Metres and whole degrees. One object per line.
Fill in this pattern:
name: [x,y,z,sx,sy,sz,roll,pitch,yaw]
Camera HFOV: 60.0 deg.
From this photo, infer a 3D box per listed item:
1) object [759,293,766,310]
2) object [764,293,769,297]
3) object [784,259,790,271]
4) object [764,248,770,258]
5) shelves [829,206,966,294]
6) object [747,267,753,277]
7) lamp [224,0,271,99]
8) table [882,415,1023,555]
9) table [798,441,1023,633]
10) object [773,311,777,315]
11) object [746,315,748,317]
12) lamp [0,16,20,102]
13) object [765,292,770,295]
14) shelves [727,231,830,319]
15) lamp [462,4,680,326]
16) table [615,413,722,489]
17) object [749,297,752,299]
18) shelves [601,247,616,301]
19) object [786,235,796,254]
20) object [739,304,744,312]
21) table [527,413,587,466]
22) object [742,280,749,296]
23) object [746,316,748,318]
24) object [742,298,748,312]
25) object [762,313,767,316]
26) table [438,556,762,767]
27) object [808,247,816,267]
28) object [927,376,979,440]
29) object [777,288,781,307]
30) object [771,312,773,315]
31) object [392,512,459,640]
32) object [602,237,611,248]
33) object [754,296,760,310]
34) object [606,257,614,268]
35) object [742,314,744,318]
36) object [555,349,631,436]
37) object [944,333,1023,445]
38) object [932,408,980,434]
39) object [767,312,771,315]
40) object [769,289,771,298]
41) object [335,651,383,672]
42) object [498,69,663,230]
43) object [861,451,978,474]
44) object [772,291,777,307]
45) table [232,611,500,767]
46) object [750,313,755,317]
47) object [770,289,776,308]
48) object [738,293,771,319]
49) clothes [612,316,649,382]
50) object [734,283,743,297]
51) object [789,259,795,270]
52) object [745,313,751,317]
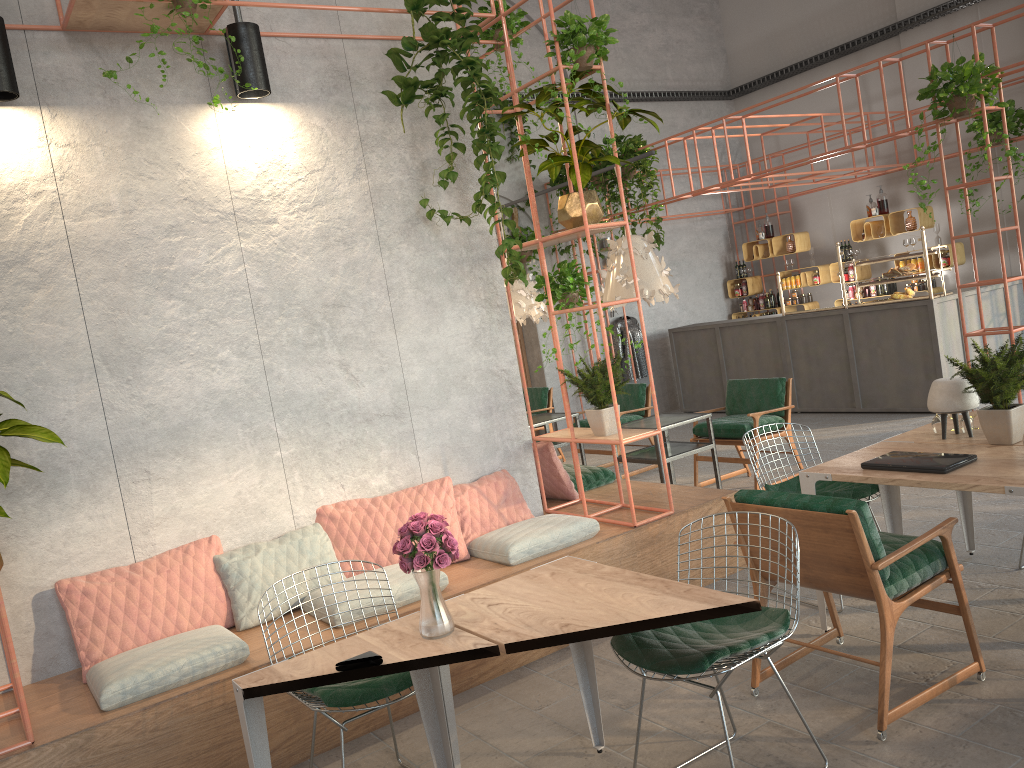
object: [3.834,-1.263,13.553,0.072,0.248,0.094,-13,5,-33]
object: [3.894,-1.277,13.590,0.072,0.248,0.094,-13,5,-33]
object: [4.057,-1.751,13.075,0.083,0.159,0.083,-12,5,-23]
object: [3.852,-1.974,13.344,0.123,0.142,0.141,-13,5,-33]
shelves: [5.106,-1.342,11.779,0.328,1.838,1.750,-13,5,-33]
object: [3.711,-1.748,13.848,0.115,0.147,0.115,-9,5,12]
lamp: [-1.499,-2.249,4.687,0.179,1.425,0.185,-13,5,-33]
table: [2.663,0.634,4.478,0.694,0.830,1.214,-13,5,-33]
table: [2.093,0.762,4.099,0.694,0.830,1.205,-13,5,-33]
object: [3.979,-1.079,13.412,0.058,0.059,0.058,-9,5,12]
object: [3.740,-0.972,13.906,0.083,0.215,0.257,-10,5,-2]
lamp: [-2.491,-2.026,4.035,0.179,1.425,0.185,-13,5,-33]
object: [3.950,-1.290,13.634,0.072,0.248,0.094,-13,5,-33]
shelves: [4.062,-1.292,13.388,0.328,1.838,1.750,-13,5,-33]
lamp: [-0.292,-2.538,8.460,0.704,4.052,4.456,-13,5,-33]
table: [1.260,0.689,7.218,0.635,0.798,0.602,-13,5,-33]
object: [3.757,-1.260,13.923,0.070,0.209,0.070,-6,6,40]
shelves: [1.608,-1.608,12.857,0.560,0.790,0.186,-13,5,-32]
object: [4.100,-2.054,13.055,0.137,0.261,0.137,-9,5,3]
object: [3.603,-1.193,13.919,0.073,0.131,0.073,-10,5,-8]
table: [0.305,0.734,8.690,0.635,0.798,0.602,-13,5,-33]
object: [3.632,-1.499,13.781,0.072,0.248,0.094,-13,5,-33]
object: [3.791,-0.981,13.913,0.266,0.215,0.084,-10,5,-6]
object: [3.635,-1.232,13.838,0.070,0.209,0.070,-14,6,-42]
object: [3.878,-0.972,13.587,0.094,0.219,0.094,-10,5,0]
table: [0.343,1.154,2.956,0.694,0.830,1.214,-13,5,-33]
object: [4.342,-1.839,12.841,0.075,0.273,0.075,-8,5,23]
object: [2.261,0.126,4.539,0.241,0.313,0.241,-9,5,12]
object: [4.067,-1.320,13.498,0.074,0.287,0.072,-10,5,-1]
object: [4.045,-1.010,13.696,0.094,0.219,0.094,-14,6,-43]
object: [-0.270,0.629,2.942,0.213,0.414,0.225,-14,6,-40]
object: [1.369,-2.030,12.721,0.133,0.145,0.133,-8,5,19]
object: [3.773,-1.245,13.642,0.073,0.219,0.105,-12,5,-26]
object: [1.421,-1.732,12.755,0.136,0.336,0.145,-11,5,-19]
object: [3.648,-0.975,13.960,0.074,0.243,0.072,-10,5,-1]
object: [0.534,0.056,5.407,0.438,0.527,0.368,-13,5,-33]
object: [2.320,0.023,4.213,0.438,0.527,0.368,-13,5,-33]
object: [2.340,0.173,4.684,0.165,0.154,0.210,-14,6,-43]
object: [3.953,-0.989,13.636,0.094,0.219,0.094,-13,5,-33]
object: [3.951,-1.301,13.516,0.074,0.287,0.072,-10,5,-1]
object: [-0.441,0.882,2.586,0.268,0.031,0.427,-13,5,-33]
object: [0.416,-1.407,5.277,0.934,0.947,0.903,-8,5,19]
object: [1.879,0.361,4.108,0.268,0.031,0.427,-13,5,-33]
object: [4.009,-1.303,13.669,0.072,0.248,0.094,-13,5,-33]
table: [-0.227,1.283,2.577,0.694,0.830,1.205,-13,5,-33]
object: [3.804,-1.002,13.960,0.074,0.243,0.254,-10,5,-2]
object: [3.931,-1.290,13.398,0.066,0.291,0.066,-6,6,41]
object: [3.749,-1.121,13.747,0.084,0.529,0.711,-12,5,-30]
clothes: [1.746,-0.502,12.913,0.366,0.997,0.625,-6,6,37]
object: [3.561,-1.472,13.921,0.131,0.207,0.131,-9,5,12]
object: [4.107,-1.754,12.999,0.083,0.159,0.083,-12,5,-23]
object: [3.748,-0.998,14.028,0.074,0.243,0.254,-10,5,-2]
